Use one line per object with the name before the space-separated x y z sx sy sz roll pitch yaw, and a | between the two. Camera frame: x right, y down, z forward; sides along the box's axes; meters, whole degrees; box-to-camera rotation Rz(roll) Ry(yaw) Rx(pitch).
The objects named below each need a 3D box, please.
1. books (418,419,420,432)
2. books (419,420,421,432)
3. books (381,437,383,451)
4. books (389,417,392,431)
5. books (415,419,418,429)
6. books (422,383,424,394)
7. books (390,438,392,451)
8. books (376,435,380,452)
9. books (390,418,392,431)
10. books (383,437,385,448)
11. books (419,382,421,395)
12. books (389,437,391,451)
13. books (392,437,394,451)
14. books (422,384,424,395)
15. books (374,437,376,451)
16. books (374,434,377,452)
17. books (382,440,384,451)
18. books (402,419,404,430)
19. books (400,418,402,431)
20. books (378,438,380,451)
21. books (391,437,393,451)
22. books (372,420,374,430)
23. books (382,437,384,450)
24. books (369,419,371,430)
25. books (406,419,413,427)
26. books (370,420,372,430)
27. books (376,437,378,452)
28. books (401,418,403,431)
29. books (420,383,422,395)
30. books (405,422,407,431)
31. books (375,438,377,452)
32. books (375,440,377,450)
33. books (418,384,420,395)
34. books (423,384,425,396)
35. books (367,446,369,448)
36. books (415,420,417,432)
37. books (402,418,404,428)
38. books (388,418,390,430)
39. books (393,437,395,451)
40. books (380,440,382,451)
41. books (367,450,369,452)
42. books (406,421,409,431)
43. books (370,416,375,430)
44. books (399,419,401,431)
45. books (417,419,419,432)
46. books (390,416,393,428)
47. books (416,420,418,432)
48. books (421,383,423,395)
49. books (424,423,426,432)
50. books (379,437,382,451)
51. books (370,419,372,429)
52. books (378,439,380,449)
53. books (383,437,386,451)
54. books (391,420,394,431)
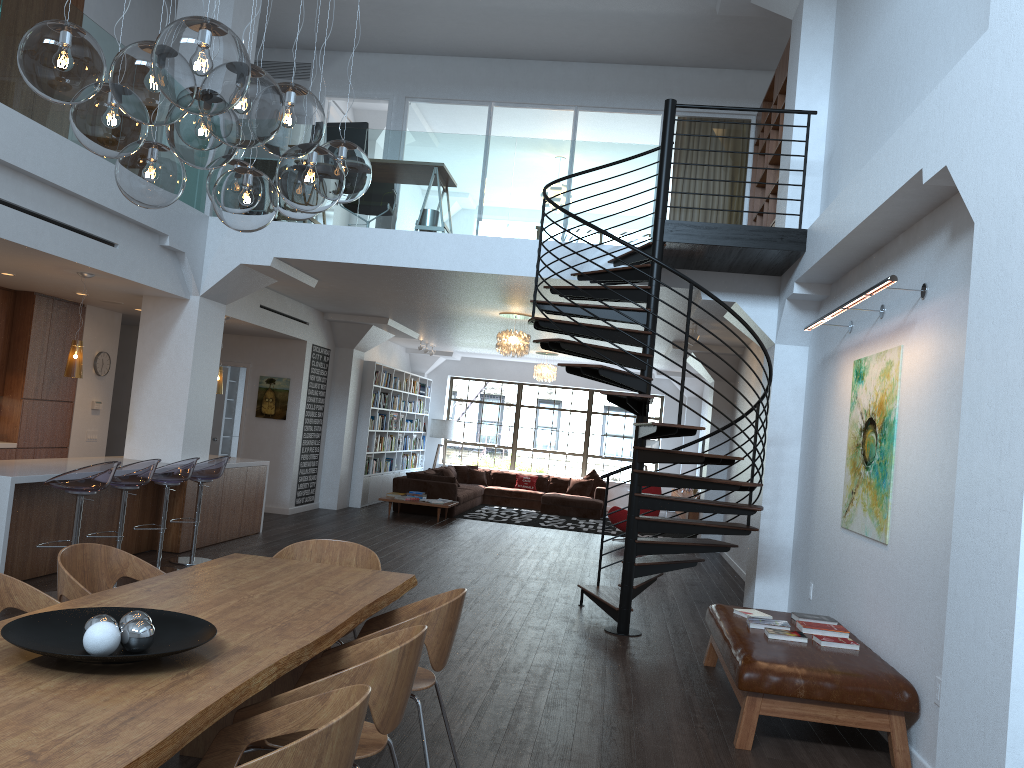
books | -2.002 0.853 18.361 0.183 0.253 0.042 5 -3 7
books | -1.993 0.867 18.450 0.174 0.236 0.142 5 -3 7
books | -2.369 1.050 15.587 0.183 0.253 0.034 5 -3 7
books | -2.278 0.712 16.010 0.174 0.240 0.054 5 -3 7
books | -2.035 0.837 18.124 0.183 0.253 0.042 5 -3 7
books | -1.936 0.104 18.377 0.183 0.253 0.042 5 -3 7
books | -2.295 1.096 16.214 0.174 0.240 0.045 5 -3 7
books | -2.396 1.018 15.382 0.176 0.290 0.053 5 -3 7
books | -2.265 0.725 16.084 0.161 0.223 0.032 5 -3 7
books | -2.352 1.060 15.726 0.160 0.250 0.026 5 -3 7
books | -1.972 0.090 18.162 0.183 0.253 0.042 5 -3 7
books | -2.300 1.083 16.092 0.183 0.253 0.034 5 -3 7
books | -2.276 1.094 16.335 0.180 0.259 0.060 5 -3 7
books | -1.937 0.107 18.421 0.183 0.253 0.042 5 -3 7
books | -2.427 1.023 15.113 0.189 0.247 0.057 5 -3 7
books | -2.400 1.003 15.162 0.140 0.298 0.044 5 -3 7
books | -2.361 1.054 15.653 0.183 0.253 0.034 5 -3 7
books | -2.169 0.769 16.993 0.160 0.251 0.036 5 -3 7
books | -2.185 0.755 16.784 0.174 0.251 0.051 5 -3 7
books | -2.406 1.047 15.457 0.174 0.240 0.045 5 -3 7
books | -2.279 1.093 16.252 0.183 0.253 0.034 5 -3 7
books | -2.388 0.686 14.923 0.106 0.162 0.032 5 -3 7
books | -2.361 1.052 15.619 0.183 0.253 0.034 5 -3 7
books | -2.419 0.666 14.752 0.128 0.178 0.022 5 -3 7
books | -2.061 0.828 17.771 0.140 0.231 0.042 5 -3 7
books | -2.417 0.670 14.826 0.128 0.178 0.022 5 -3 7
books | -2.405 1.035 15.298 0.171 0.246 0.057 5 -3 7
books | -2.183 0.762 16.889 0.183 0.253 0.039 5 -3 7
books | -1.956 0.096 18.248 0.183 0.253 0.042 5 -3 7
books | -2.117 0.827 17.267 0.109 0.171 0.017 5 -3 7
books | -2.414 1.035 15.252 0.159 0.241 0.038 5 -3 7
books | -2.405 1.050 15.206 0.144 0.207 0.048 5 -3 7
books | -1.970 0.100 18.054 0.161 0.223 0.033 5 -3 7
books | -1.920 0.113 18.507 0.183 0.253 0.042 5 -3 7
books | -2.496 1.040 14.788 0.174 0.032 0.254 5 -3 2
books | -2.038 0.838 18.011 0.174 0.240 0.054 5 -3 7
books | -2.171 0.769 16.957 0.171 0.246 0.036 5 -3 7
books | -2.285 0.718 15.966 0.161 0.223 0.032 5 -3 7
books | -2.271 1.103 16.433 0.183 0.253 0.034 5 -3 7
books | -2.378 1.059 15.552 0.168 0.231 0.037 5 -3 7
books | -2.500 1.107 14.789 0.197 0.035 0.284 6 -3 -3
books | -2.107 0.817 17.404 0.140 0.206 0.042 5 -3 7
books | -2.394 0.654 14.986 0.140 0.231 0.042 5 -3 7
books | -2.192 0.767 16.743 0.161 0.223 0.030 5 -3 7
books | -2.018 0.844 18.276 0.180 0.259 0.042 5 -3 7
books | -2.274 0.711 16.123 0.183 0.253 0.042 5 -3 7
books | -2.023 0.846 18.197 0.171 0.246 0.039 5 -3 7
books | -1.945 0.101 18.335 0.183 0.253 0.042 5 -3 7
books | -1.931 0.907 18.918 0.182 0.215 0.188 5 -3 7
books | -2.377 1.049 15.505 0.171 0.246 0.057 5 -3 7
books | -2.421 0.666 14.801 0.134 0.184 0.030 5 -3 7
books | -2.393 1.054 15.419 0.161 0.223 0.026 5 -3 7
books | -2.345 1.060 15.755 0.183 0.253 0.034 5 -3 7
books | -2.251 0.744 16.240 0.161 0.207 0.135 5 -3 7
